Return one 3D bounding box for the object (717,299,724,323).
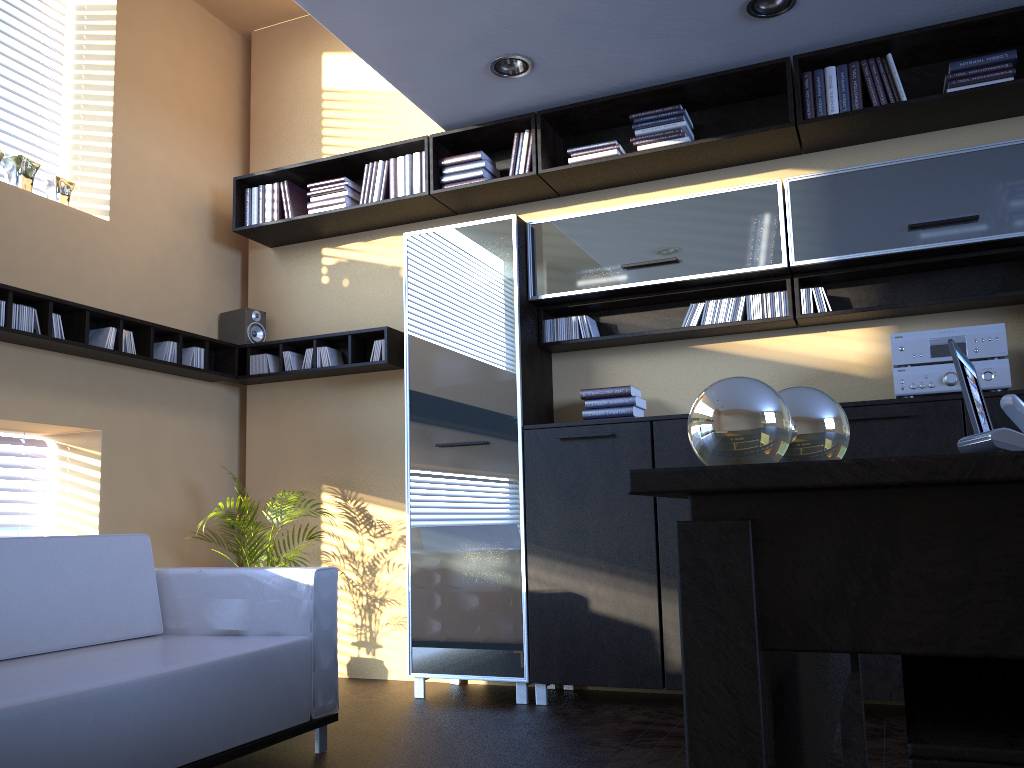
[{"bbox_3d":[1.038,-0.343,4.355,0.040,0.118,0.142,-5,-9,23],"label":"object"}]

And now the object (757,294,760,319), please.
[{"bbox_3d":[1.198,-0.359,4.279,0.009,0.120,0.142,-5,-9,22],"label":"object"}]

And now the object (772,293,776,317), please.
[{"bbox_3d":[1.267,-0.364,4.260,0.009,0.120,0.142,-5,-9,22],"label":"object"}]

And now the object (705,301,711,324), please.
[{"bbox_3d":[0.982,-0.338,4.376,0.036,0.115,0.140,-5,-9,22],"label":"object"}]

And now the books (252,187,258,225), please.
[{"bbox_3d":[-1.518,-1.051,5.451,0.050,0.257,0.208,-5,-9,22],"label":"books"}]

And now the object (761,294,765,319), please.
[{"bbox_3d":[1.219,-0.360,4.278,0.009,0.120,0.142,-5,-9,22],"label":"object"}]

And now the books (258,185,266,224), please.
[{"bbox_3d":[-1.474,-1.056,5.421,0.050,0.257,0.208,-5,-9,22],"label":"books"}]

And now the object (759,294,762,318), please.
[{"bbox_3d":[1.208,-0.360,4.276,0.006,0.118,0.140,-5,-9,22],"label":"object"}]

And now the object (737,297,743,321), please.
[{"bbox_3d":[1.120,-0.351,4.315,0.036,0.115,0.140,-5,-9,22],"label":"object"}]

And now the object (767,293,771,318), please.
[{"bbox_3d":[1.245,-0.363,4.262,0.009,0.120,0.142,-5,-9,22],"label":"object"}]

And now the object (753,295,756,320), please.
[{"bbox_3d":[1.183,-0.356,4.295,0.006,0.118,0.140,-5,-9,23],"label":"object"}]

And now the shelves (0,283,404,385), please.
[{"bbox_3d":[-2.488,-0.585,2.392,1.250,0.212,6.641,-5,-10,22],"label":"shelves"}]

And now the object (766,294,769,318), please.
[{"bbox_3d":[1.240,-0.361,4.274,0.009,0.120,0.142,-5,-9,22],"label":"object"}]

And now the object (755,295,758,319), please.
[{"bbox_3d":[1.191,-0.357,4.287,0.006,0.118,0.140,-5,-9,22],"label":"object"}]

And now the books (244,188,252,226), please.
[{"bbox_3d":[-1.567,-1.047,5.468,0.050,0.257,0.208,-5,-9,22],"label":"books"}]

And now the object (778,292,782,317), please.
[{"bbox_3d":[1.292,-0.367,4.243,0.009,0.120,0.142,-5,-9,23],"label":"object"}]

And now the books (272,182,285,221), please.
[{"bbox_3d":[-1.375,-1.064,5.389,0.050,0.257,0.208,-5,-9,22],"label":"books"}]

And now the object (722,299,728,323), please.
[{"bbox_3d":[1.055,-0.345,4.343,0.036,0.115,0.140,-5,-9,22],"label":"object"}]

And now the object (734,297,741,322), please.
[{"bbox_3d":[1.111,-0.350,4.322,0.040,0.118,0.142,-5,-9,22],"label":"object"}]

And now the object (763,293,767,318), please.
[{"bbox_3d":[1.226,-0.361,4.268,0.009,0.120,0.142,-5,-9,23],"label":"object"}]

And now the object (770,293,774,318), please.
[{"bbox_3d":[1.255,-0.363,4.260,0.009,0.120,0.142,-5,-9,22],"label":"object"}]

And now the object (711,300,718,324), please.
[{"bbox_3d":[1.008,-0.341,4.361,0.040,0.118,0.142,-5,-9,22],"label":"object"}]

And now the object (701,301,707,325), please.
[{"bbox_3d":[0.962,-0.336,4.381,0.040,0.118,0.142,-5,-9,22],"label":"object"}]

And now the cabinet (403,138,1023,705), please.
[{"bbox_3d":[1.321,0.246,4.025,3.879,2.391,0.492,-5,-8,23],"label":"cabinet"}]

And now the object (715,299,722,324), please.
[{"bbox_3d":[1.028,-0.342,4.356,0.040,0.118,0.142,-5,-9,23],"label":"object"}]

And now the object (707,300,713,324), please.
[{"bbox_3d":[0.990,-0.339,4.370,0.036,0.115,0.140,-5,-9,22],"label":"object"}]

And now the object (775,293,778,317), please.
[{"bbox_3d":[1.276,-0.365,4.256,0.006,0.118,0.140,-5,-9,22],"label":"object"}]

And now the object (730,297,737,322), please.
[{"bbox_3d":[1.092,-0.348,4.327,0.040,0.118,0.142,-5,-9,22],"label":"object"}]

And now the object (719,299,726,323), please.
[{"bbox_3d":[1.047,-0.344,4.350,0.040,0.118,0.142,-5,-9,22],"label":"object"}]

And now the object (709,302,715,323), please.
[{"bbox_3d":[1.001,-0.339,4.371,0.040,0.118,0.142,-5,-9,23],"label":"object"}]

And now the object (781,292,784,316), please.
[{"bbox_3d":[1.303,-0.367,4.243,0.009,0.120,0.142,-5,-9,22],"label":"object"}]

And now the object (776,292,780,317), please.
[{"bbox_3d":[1.283,-0.366,4.247,0.009,0.120,0.142,-5,-9,22],"label":"object"}]

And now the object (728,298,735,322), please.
[{"bbox_3d":[1.085,-0.347,4.338,0.040,0.118,0.142,-5,-9,22],"label":"object"}]

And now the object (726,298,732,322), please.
[{"bbox_3d":[1.073,-0.347,4.333,0.036,0.115,0.140,-5,-9,22],"label":"object"}]

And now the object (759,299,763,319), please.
[{"bbox_3d":[1.209,-0.359,4.279,0.009,0.120,0.142,-5,-9,22],"label":"object"}]

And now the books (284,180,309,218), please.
[{"bbox_3d":[-1.289,-1.072,5.351,0.075,0.259,0.208,-5,-9,22],"label":"books"}]

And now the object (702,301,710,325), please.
[{"bbox_3d":[0.971,-0.337,4.377,0.040,0.118,0.142,-5,-9,23],"label":"object"}]

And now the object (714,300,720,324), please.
[{"bbox_3d":[1.019,-0.341,4.361,0.036,0.115,0.140,-5,-9,22],"label":"object"}]

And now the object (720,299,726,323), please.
[{"bbox_3d":[1.045,-0.344,4.345,0.036,0.115,0.140,-5,-9,22],"label":"object"}]

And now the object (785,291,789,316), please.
[{"bbox_3d":[1.320,-0.370,4.231,0.009,0.120,0.142,-5,-9,22],"label":"object"}]

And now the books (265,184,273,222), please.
[{"bbox_3d":[-1.423,-1.060,5.409,0.050,0.257,0.208,-5,-9,23],"label":"books"}]

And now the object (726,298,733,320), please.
[{"bbox_3d":[1.074,-0.346,4.338,0.040,0.118,0.142,-5,-9,23],"label":"object"}]

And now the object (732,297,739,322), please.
[{"bbox_3d":[1.103,-0.349,4.327,0.040,0.118,0.142,-5,-9,22],"label":"object"}]

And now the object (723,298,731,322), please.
[{"bbox_3d":[1.063,-0.346,4.336,0.040,0.118,0.142,-5,-9,23],"label":"object"}]

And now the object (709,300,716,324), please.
[{"bbox_3d":[1.000,-0.339,4.368,0.036,0.115,0.140,-5,-9,23],"label":"object"}]

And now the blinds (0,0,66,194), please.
[{"bbox_3d":[-3.608,-1.934,2.548,0.039,1.456,5.407,-5,-9,22],"label":"blinds"}]

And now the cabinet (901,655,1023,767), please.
[{"bbox_3d":[0.654,0.623,0.802,0.500,0.677,0.636,-5,-9,22],"label":"cabinet"}]

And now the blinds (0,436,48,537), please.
[{"bbox_3d":[-3.540,0.611,2.211,0.047,1.362,5.407,-5,-9,22],"label":"blinds"}]

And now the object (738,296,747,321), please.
[{"bbox_3d":[1.129,-0.352,4.313,0.040,0.118,0.142,-5,-9,22],"label":"object"}]

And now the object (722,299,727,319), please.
[{"bbox_3d":[1.056,-0.345,4.345,0.040,0.118,0.142,-5,-9,22],"label":"object"}]

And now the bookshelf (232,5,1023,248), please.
[{"bbox_3d":[0.746,-1.276,4.526,5.128,0.339,0.362,-5,-9,23],"label":"bookshelf"}]

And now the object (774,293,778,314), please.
[{"bbox_3d":[1.278,-0.364,4.261,0.009,0.120,0.142,-5,-9,22],"label":"object"}]

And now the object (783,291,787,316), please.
[{"bbox_3d":[1.309,-0.369,4.233,0.009,0.120,0.142,-5,-9,23],"label":"object"}]
